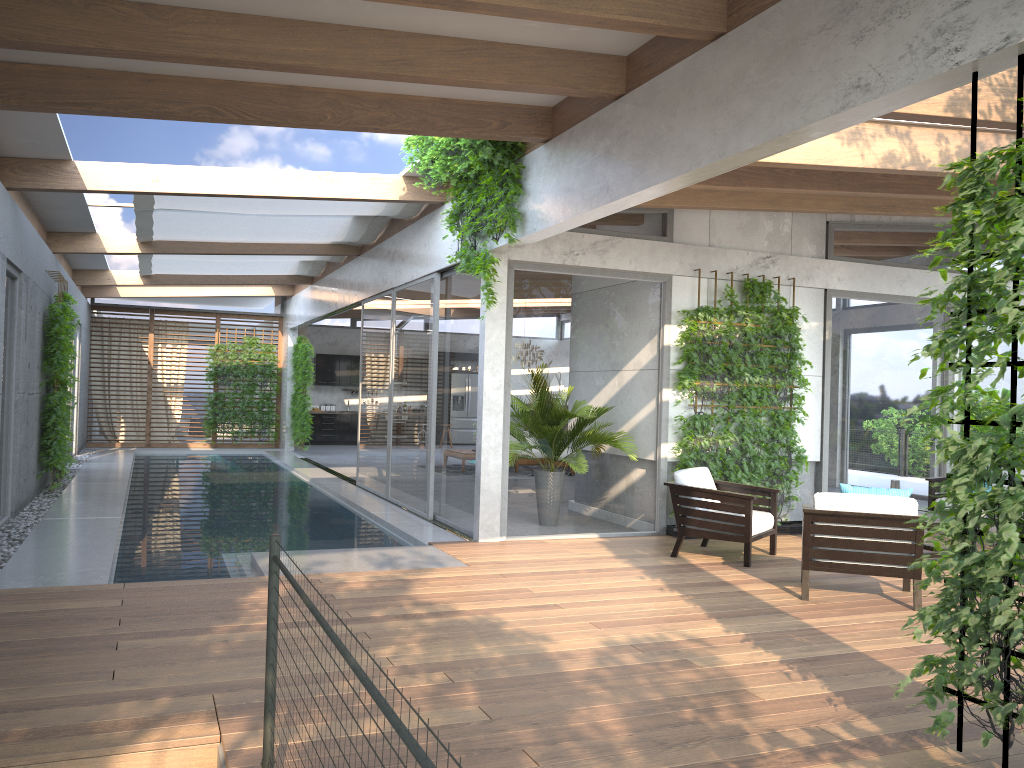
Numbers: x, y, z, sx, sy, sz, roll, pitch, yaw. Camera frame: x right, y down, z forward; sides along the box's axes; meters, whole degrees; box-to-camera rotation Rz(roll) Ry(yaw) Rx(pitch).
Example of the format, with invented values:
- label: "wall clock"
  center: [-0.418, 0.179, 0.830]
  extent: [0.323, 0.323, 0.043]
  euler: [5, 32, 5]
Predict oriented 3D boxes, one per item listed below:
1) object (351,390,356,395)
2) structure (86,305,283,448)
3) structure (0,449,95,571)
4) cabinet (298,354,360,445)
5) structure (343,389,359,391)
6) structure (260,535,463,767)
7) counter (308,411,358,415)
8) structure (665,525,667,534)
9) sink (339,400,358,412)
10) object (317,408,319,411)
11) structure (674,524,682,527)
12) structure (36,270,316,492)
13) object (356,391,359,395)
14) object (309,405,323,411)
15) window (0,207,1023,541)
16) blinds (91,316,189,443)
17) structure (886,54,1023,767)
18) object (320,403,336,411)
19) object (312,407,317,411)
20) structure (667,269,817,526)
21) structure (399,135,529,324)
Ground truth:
- label: "object"
  center: [-4.115, 0.225, 23.028]
  extent: [0.117, 0.139, 0.093]
  euler: [2, -1, -20]
- label: "structure"
  center: [-7.412, -0.106, 20.008]
  extent: [4.313, 3.079, 0.085]
  euler: [2, -1, -22]
- label: "structure"
  center: [-6.234, 1.369, 12.012]
  extent: [0.477, 0.068, 13.673]
  euler: [2, -1, -22]
- label: "cabinet"
  center: [-3.009, 0.350, 23.248]
  extent: [5.901, 2.502, 0.709]
  euler: [2, -1, -24]
- label: "structure"
  center: [-3.938, 0.170, 23.117]
  extent: [0.932, 0.046, 0.081]
  euler: [2, -1, -22]
- label: "structure"
  center: [6.247, 1.395, 10.112]
  extent: [15.587, 3.022, 31.708]
  euler: [1, -1, 19]
- label: "counter"
  center: [-3.979, 0.747, 22.826]
  extent: [3.805, 0.061, 0.607]
  euler: [2, -1, -22]
- label: "structure"
  center: [2.049, 1.306, 10.431]
  extent: [2.012, 0.595, 2.203]
  euler: [2, -1, -22]
- label: "sink"
  center: [-4.161, 0.680, 22.752]
  extent: [0.526, 0.514, 0.514]
  euler: [2, -1, -22]
- label: "object"
  center: [-4.887, 0.639, 22.306]
  extent: [0.083, 0.057, 0.072]
  euler: [1, -1, 43]
- label: "structure"
  center: [2.075, 1.454, 9.059]
  extent: [0.928, 0.044, 0.231]
  euler: [2, -1, -22]
- label: "structure"
  center: [-5.240, 0.037, 15.681]
  extent: [2.739, 2.687, 10.282]
  euler: [2, -1, -5]
- label: "object"
  center: [-4.012, 0.228, 23.063]
  extent: [0.117, 0.139, 0.093]
  euler: [2, -1, -5]
- label: "object"
  center: [-4.992, 0.615, 22.429]
  extent: [0.381, 0.134, 0.590]
  euler: [2, -1, -34]
- label: "window"
  center: [-0.537, -0.277, 16.618]
  extent: [14.294, 3.764, 23.280]
  euler: [2, -1, -22]
- label: "blinds"
  center: [-8.380, -0.047, 19.992]
  extent: [2.087, 2.898, 0.692]
  euler: [2, -1, -18]
- label: "structure"
  center: [2.025, 0.096, 2.918]
  extent: [0.500, 2.687, 1.807]
  euler: [2, -1, -22]
- label: "object"
  center: [-4.726, 0.594, 22.746]
  extent: [0.405, 0.200, 0.147]
  euler: [2, -1, -21]
- label: "object"
  center: [-4.952, 0.622, 22.255]
  extent: [0.086, 0.087, 0.090]
  euler: [1, -1, 45]
- label: "structure"
  center: [2.433, 0.176, 9.264]
  extent: [1.851, 2.669, 0.500]
  euler: [2, -1, -22]
- label: "structure"
  center: [-0.459, -1.552, 8.072]
  extent: [0.918, 2.054, 1.822]
  euler: [2, -1, -25]
